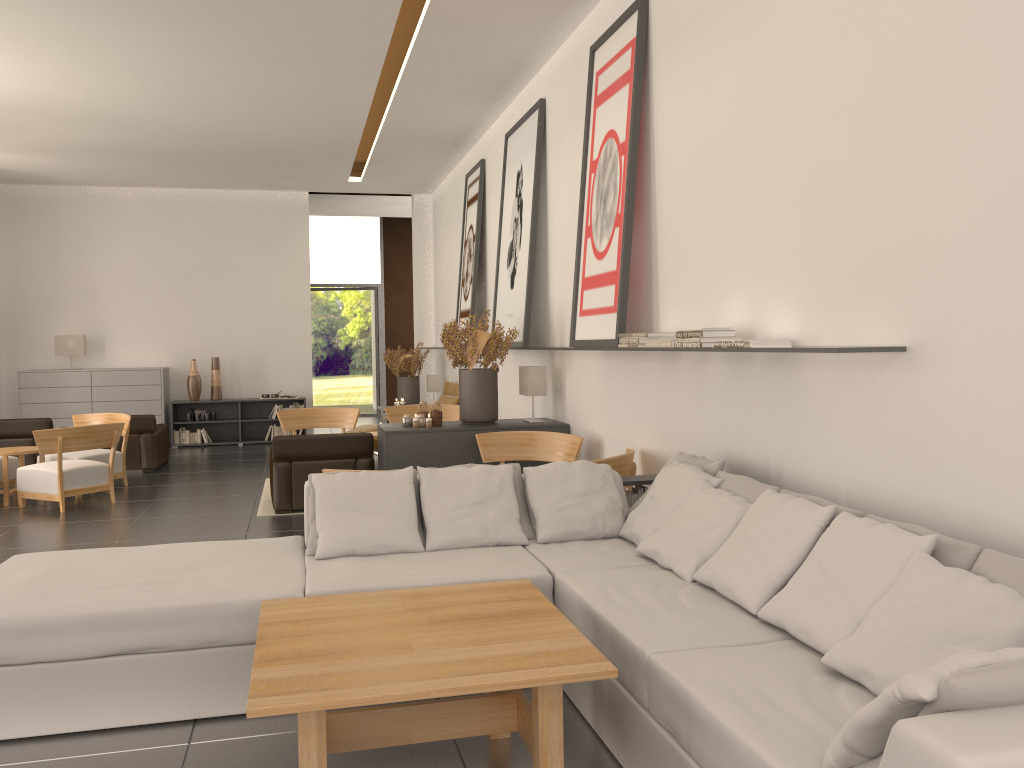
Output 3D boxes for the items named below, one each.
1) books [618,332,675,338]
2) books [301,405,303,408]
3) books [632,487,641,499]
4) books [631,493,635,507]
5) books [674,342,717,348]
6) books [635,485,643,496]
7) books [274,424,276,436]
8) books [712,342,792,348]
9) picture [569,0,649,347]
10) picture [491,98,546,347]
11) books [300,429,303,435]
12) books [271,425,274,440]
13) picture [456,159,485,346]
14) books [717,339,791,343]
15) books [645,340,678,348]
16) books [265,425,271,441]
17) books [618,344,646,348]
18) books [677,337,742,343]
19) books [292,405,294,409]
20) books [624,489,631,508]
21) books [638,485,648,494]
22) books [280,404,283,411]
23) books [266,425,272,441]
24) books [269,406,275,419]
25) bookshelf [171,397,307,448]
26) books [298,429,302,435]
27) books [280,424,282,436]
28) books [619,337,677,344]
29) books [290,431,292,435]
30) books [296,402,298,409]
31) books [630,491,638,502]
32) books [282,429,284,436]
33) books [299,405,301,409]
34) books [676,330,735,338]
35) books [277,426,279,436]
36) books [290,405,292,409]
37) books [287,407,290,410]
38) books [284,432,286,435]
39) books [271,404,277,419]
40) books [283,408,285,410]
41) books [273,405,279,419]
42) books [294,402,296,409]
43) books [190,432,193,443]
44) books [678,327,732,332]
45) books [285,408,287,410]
[{"bbox_3d":[1.276,-0.465,8.443,0.299,0.040,0.526,-2,3,-24],"label":"books"},{"bbox_3d":[-5.112,0.665,21.609,0.048,0.305,0.226,-1,2,-14],"label":"books"},{"bbox_3d":[1.109,1.059,7.891,0.028,0.254,0.149,-1,2,-14],"label":"books"},{"bbox_3d":[1.049,1.079,7.883,0.034,0.217,0.161,-1,2,-14],"label":"books"},{"bbox_3d":[1.558,-0.316,7.143,0.316,0.040,0.504,-2,3,-14],"label":"books"},{"bbox_3d":[1.133,1.048,7.900,0.021,0.274,0.156,-1,2,-14],"label":"books"},{"bbox_3d":[-5.742,1.165,21.489,0.041,0.376,0.248,-1,2,-14],"label":"books"},{"bbox_3d":[1.752,-0.287,6.493,0.337,0.034,0.517,-2,3,-19],"label":"books"},{"bbox_3d":[1.013,-2.143,9.570,0.384,3.492,1.601,-1,2,-14],"label":"picture"},{"bbox_3d":[0.060,-2.306,13.515,0.384,3.492,2.194,-1,2,-14],"label":"picture"},{"bbox_3d":[-5.137,1.153,21.633,0.156,0.371,0.252,-1,2,-14],"label":"books"},{"bbox_3d":[-5.794,1.184,21.468,0.071,0.344,0.265,-1,2,-14],"label":"books"},{"bbox_3d":[-0.836,-2.460,17.230,0.384,3.492,1.601,-1,2,-14],"label":"picture"},{"bbox_3d":[1.763,-0.312,6.488,0.337,0.018,0.433,-2,3,-19],"label":"books"},{"bbox_3d":[1.419,-0.357,7.848,0.301,0.064,0.406,-2,3,-24],"label":"books"},{"bbox_3d":[-5.900,1.179,21.450,0.154,0.360,0.249,-1,2,-14],"label":"books"},{"bbox_3d":[1.279,-0.367,8.454,0.377,0.032,0.504,-2,3,-14],"label":"books"},{"bbox_3d":[1.589,-0.356,7.150,0.350,0.038,0.525,-1,3,-9],"label":"books"},{"bbox_3d":[-5.323,0.664,21.553,0.039,0.318,0.236,-1,2,-14],"label":"books"},{"bbox_3d":[1.021,1.067,7.886,0.015,0.241,0.180,-1,2,-14],"label":"books"},{"bbox_3d":[1.170,1.048,7.914,0.028,0.273,0.165,-1,2,-14],"label":"books"},{"bbox_3d":[-5.592,0.665,21.513,0.054,0.328,0.187,-1,2,-14],"label":"books"},{"bbox_3d":[-5.872,1.173,21.456,0.156,0.371,0.252,-1,2,-14],"label":"books"},{"bbox_3d":[-5.805,0.692,21.429,0.142,0.289,0.252,-1,2,-14],"label":"books"},{"bbox_3d":[-6.557,0.907,21.441,3.080,1.078,0.740,-2,2,-14],"label":"bookshelf"},{"bbox_3d":[-5.166,1.160,21.627,0.154,0.360,0.249,-1,2,-14],"label":"books"},{"bbox_3d":[-5.601,1.146,21.531,0.031,0.406,0.231,-1,2,-14],"label":"books"},{"bbox_3d":[1.293,-0.414,8.444,0.391,0.063,0.498,-2,3,-14],"label":"books"},{"bbox_3d":[-5.380,1.169,21.603,0.057,0.346,0.197,-1,2,-14],"label":"books"},{"bbox_3d":[-5.232,0.628,21.583,0.029,0.385,0.220,-1,2,-14],"label":"books"},{"bbox_3d":[1.079,1.075,7.897,0.028,0.222,0.175,-1,2,-14],"label":"books"},{"bbox_3d":[-5.566,1.159,21.545,0.041,0.376,0.221,-1,2,-14],"label":"books"},{"bbox_3d":[-5.154,0.663,21.589,0.039,0.312,0.246,-1,2,-14],"label":"books"},{"bbox_3d":[1.550,-0.400,7.130,0.284,0.053,0.485,-2,3,-14],"label":"books"},{"bbox_3d":[-5.674,1.188,21.501,0.057,0.327,0.257,-1,2,-14],"label":"books"},{"bbox_3d":[-5.368,0.669,21.538,0.054,0.311,0.244,-1,2,-14],"label":"books"},{"bbox_3d":[-5.431,0.700,21.563,0.054,0.249,0.167,-1,2,-14],"label":"books"},{"bbox_3d":[-5.522,1.180,21.542,0.041,0.335,0.248,-1,2,-14],"label":"books"},{"bbox_3d":[-5.750,0.659,21.450,0.138,0.354,0.236,-1,2,-14],"label":"books"},{"bbox_3d":[-5.539,0.703,21.537,0.054,0.249,0.167,-1,2,-14],"label":"books"},{"bbox_3d":[-5.712,0.675,21.451,0.130,0.322,0.252,-1,2,-14],"label":"books"},{"bbox_3d":[-5.284,0.630,21.563,0.039,0.384,0.232,-1,2,-14],"label":"books"},{"bbox_3d":[-7.614,1.279,21.049,0.054,0.249,0.167,-1,2,-14],"label":"books"},{"bbox_3d":[1.550,-0.438,7.144,0.256,0.023,0.434,-2,3,-14],"label":"books"},{"bbox_3d":[-5.485,0.702,21.550,0.054,0.249,0.167,-1,2,-14],"label":"books"}]
